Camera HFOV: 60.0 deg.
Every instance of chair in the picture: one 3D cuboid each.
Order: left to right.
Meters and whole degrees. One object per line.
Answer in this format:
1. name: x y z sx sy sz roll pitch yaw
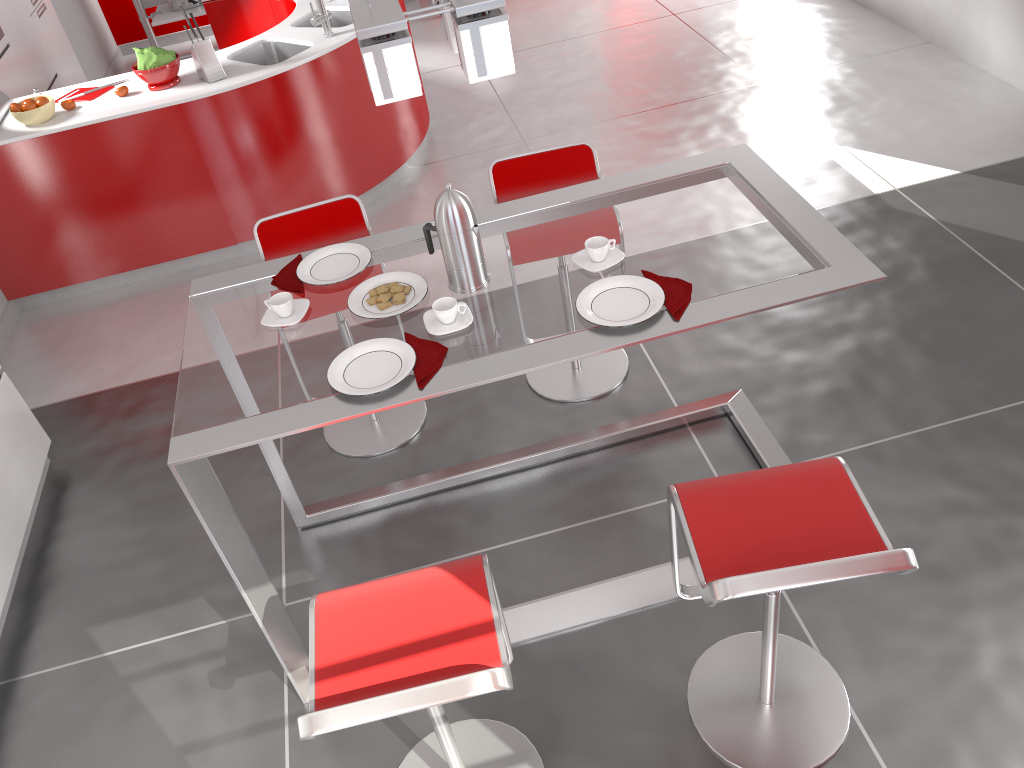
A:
1. chair: -0.615 -0.193 3.271 0.418 0.857 0.460 -18 40 -8
2. chair: -0.174 0.759 2.021 0.418 0.857 0.460 -13 39 -2
3. chair: 0.193 -0.402 3.326 0.418 0.857 0.460 -12 39 0
4. chair: 0.620 0.538 2.094 0.418 0.857 0.460 -10 39 2

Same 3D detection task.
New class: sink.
1. sink: -1.216 -1.614 4.577 0.428 0.172 0.326 22 50 34
2. sink: -0.957 -1.908 4.866 0.428 0.172 0.326 12 45 26

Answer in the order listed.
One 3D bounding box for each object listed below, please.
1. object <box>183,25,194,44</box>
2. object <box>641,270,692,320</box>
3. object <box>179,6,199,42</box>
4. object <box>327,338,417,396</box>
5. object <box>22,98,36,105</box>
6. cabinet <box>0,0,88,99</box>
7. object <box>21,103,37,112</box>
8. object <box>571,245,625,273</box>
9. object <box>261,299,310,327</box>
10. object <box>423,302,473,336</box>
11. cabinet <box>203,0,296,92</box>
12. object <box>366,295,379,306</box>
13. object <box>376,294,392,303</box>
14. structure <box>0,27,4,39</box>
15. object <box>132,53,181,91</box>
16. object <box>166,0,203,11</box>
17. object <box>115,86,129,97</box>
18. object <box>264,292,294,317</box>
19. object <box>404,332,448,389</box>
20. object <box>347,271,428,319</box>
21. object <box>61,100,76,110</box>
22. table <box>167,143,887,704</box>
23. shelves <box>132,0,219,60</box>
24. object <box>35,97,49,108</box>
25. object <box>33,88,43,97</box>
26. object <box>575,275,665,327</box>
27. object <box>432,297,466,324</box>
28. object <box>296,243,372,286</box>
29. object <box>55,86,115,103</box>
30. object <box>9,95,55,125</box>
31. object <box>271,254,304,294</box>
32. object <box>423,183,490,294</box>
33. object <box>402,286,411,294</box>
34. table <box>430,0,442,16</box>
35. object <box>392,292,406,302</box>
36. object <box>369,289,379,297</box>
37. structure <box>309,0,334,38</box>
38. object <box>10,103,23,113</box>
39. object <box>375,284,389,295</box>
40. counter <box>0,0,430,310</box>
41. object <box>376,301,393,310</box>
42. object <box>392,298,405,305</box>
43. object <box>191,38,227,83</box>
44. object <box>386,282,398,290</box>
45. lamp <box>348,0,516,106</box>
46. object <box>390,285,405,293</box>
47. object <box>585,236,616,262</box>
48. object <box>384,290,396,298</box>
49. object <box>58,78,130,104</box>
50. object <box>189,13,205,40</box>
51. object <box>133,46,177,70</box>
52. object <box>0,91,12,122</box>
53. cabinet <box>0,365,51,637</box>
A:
1. object: -1.511 -1.604 4.225 0.009 0.197 0.091 -35 45 -26
2. object: 0.397 -0.230 2.157 0.095 0.012 0.234 -16 39 -5
3. object: -1.499 -1.631 4.233 0.014 0.322 0.150 -35 45 -26
4. object: -0.331 -0.038 2.101 0.217 0.015 0.217 -31 43 -22
5. object: -2.297 -1.332 4.221 0.066 0.049 0.062 -17 40 -6
6. cabinet: -3.418 -2.137 5.361 0.614 2.026 2.398 -15 39 -4
7. object: -2.271 -1.299 4.175 0.065 0.052 0.062 -25 41 -16
8. object: 0.225 -0.328 2.314 0.119 0.016 0.119 -28 42 -19
9. object: -0.597 -0.186 2.343 0.119 0.016 0.119 -2 40 11
10. object: -0.158 -0.159 2.205 0.119 0.016 0.119 -16 39 -6
11. cabinet: -1.862 -1.517 5.095 1.025 0.761 1.875 17 47 30
12. object: -0.363 -0.220 2.330 0.036 0.006 0.034 -25 41 -16
13. object: -0.335 -0.226 2.320 0.036 0.006 0.034 10 44 24
14. structure: -3.080 -2.192 5.023 0.050 0.589 0.599 -15 39 -4
15. object: -1.713 -1.514 4.317 0.229 0.118 0.228 -34 45 -26
16. object: -2.679 -3.146 7.239 0.308 0.130 0.407 -10 39 2
17. object: -1.895 -1.423 4.307 0.064 0.048 0.063 -29 43 -21
18. object: -0.608 -0.202 2.328 0.078 0.049 0.062 -15 39 -4
19. object: -0.196 -0.070 2.109 0.095 0.012 0.234 -16 39 -5
20. object: -0.325 -0.230 2.330 0.217 0.015 0.217 10 44 24
21. object: -2.137 -1.344 4.274 0.065 0.047 0.063 -15 39 -4
22. table: 0.050 0.102 2.643 1.700 1.000 0.800 -15 39 -4
23. shelves: -2.349 -3.884 6.746 1.735 2.599 0.535 -15 39 -4
24. object: -2.231 -1.337 4.210 0.066 0.049 0.062 -10 39 2
25. object: -2.375 -1.451 4.443 0.043 0.066 0.042 -6 40 6
26. object: 0.262 -0.198 2.148 0.217 0.015 0.217 1 41 14
27. object: -0.155 -0.176 2.187 0.078 0.049 0.062 12 45 26
28. object: -0.500 -0.334 2.497 0.217 0.015 0.217 10 44 24
29. object: -2.135 -1.444 4.424 0.266 0.006 0.168 3 41 17
30. object: -2.260 -1.289 4.208 0.201 0.086 0.201 -14 39 -3
31. object: -0.634 -0.302 2.493 0.095 0.012 0.234 -15 39 -4
32. object: -0.152 -0.377 2.248 0.149 0.287 0.113 -10 39 2
33. object: -0.284 -0.248 2.344 0.034 0.006 0.036 -1 40 13
34. table: -0.034 -3.663 7.434 1.627 0.682 0.749 -14 39 -3
35. object: -0.295 -0.227 2.312 0.034 0.006 0.036 -7 39 5
36. object: -0.362 -0.244 2.358 0.036 0.006 0.034 -15 39 -4
37. structure: -1.057 -2.150 4.286 0.178 0.920 0.308 15 46 29
38. object: -2.331 -1.299 4.181 0.055 0.058 0.066 -24 41 -15
39. object: -0.345 -0.251 2.353 0.034 0.006 0.036 -22 40 -13
40. counter: -1.588 -1.536 5.101 1.868 0.880 2.865 8 43 22
41. object: -0.332 -0.206 2.305 0.036 0.006 0.034 -29 42 -20
42. object: -0.295 -0.219 2.312 0.034 0.006 0.036 -12 39 -1
43. object: -1.471 -1.561 4.263 0.091 0.178 0.137 -33 44 -24
44. object: -0.321 -0.260 2.368 0.036 0.006 0.034 -15 39 -4
45. lamp: -0.247 -1.091 1.636 0.304 1.025 0.304 -15 39 -4
46. object: -0.304 -0.251 2.343 0.036 0.006 0.034 1 41 14
47. object: 0.229 -0.346 2.297 0.078 0.049 0.062 0 41 13
48. object: -0.323 -0.237 2.340 0.036 0.006 0.034 -4 40 10
49. object: -2.087 -1.474 4.437 0.375 0.008 0.041 -30 43 -22
50. object: -1.470 -1.629 4.249 0.012 0.279 0.130 -35 45 -26
51. object: -1.711 -1.558 4.284 0.198 0.182 0.193 -11 39 0
52. object: -2.644 -1.329 4.271 0.300 0.170 0.400 -15 39 -4
53. cabinet: -2.021 0.587 2.658 0.610 0.880 1.802 -15 39 -4
